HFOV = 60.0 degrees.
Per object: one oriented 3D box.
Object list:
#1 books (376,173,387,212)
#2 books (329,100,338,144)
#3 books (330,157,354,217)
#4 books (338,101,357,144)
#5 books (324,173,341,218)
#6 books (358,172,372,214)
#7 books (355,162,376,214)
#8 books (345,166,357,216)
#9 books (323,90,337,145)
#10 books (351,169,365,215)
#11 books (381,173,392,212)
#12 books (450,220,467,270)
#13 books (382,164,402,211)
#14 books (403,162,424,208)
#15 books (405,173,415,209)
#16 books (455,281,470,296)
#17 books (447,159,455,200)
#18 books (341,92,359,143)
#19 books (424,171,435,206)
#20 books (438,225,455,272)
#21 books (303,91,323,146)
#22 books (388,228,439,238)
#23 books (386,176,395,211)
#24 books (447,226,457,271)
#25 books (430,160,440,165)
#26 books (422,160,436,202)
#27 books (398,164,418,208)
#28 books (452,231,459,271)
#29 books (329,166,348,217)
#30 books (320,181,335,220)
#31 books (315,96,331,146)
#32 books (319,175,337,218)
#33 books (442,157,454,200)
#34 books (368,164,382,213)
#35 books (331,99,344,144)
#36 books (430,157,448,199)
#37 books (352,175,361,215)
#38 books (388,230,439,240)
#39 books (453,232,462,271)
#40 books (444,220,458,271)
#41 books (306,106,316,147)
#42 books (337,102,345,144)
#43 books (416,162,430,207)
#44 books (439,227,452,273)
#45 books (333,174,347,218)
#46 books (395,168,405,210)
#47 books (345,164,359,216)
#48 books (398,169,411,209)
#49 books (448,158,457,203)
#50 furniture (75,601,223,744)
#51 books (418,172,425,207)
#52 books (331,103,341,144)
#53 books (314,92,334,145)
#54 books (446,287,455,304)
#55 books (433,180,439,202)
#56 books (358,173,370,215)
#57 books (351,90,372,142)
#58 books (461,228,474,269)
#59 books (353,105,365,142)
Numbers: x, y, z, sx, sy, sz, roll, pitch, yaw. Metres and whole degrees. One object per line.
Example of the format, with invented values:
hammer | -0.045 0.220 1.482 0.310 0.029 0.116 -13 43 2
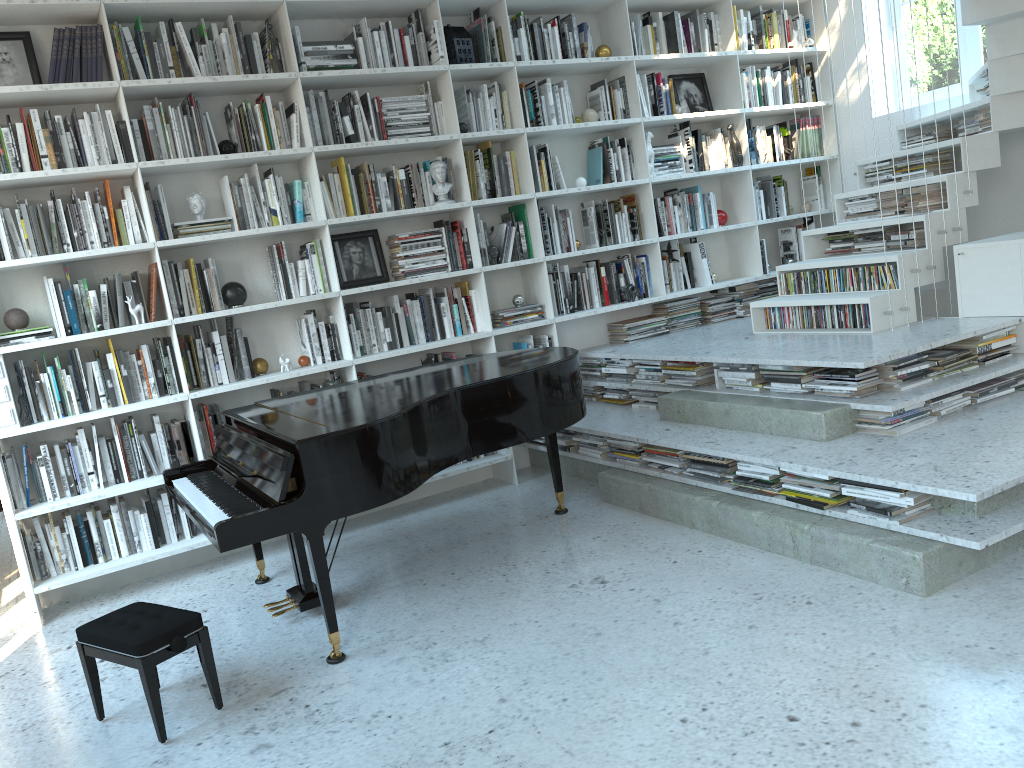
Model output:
books | -0.747 -1.036 4.887 0.024 0.217 0.175 -14 10 -27
books | -0.976 -1.374 4.743 0.011 0.252 0.153 -14 10 -27
books | -0.912 -1.044 4.770 0.014 0.318 0.187 -14 10 -27
books | -0.903 -1.382 4.772 0.066 0.237 0.153 -14 10 -27
books | -0.976 -1.000 4.781 0.026 0.248 0.139 -14 10 -27
books | -0.818 -1.030 4.857 0.025 0.236 0.137 -14 10 -27
books | -0.802 -1.057 4.856 0.013 0.284 0.176 -14 10 -27
books | -0.896 -1.022 4.780 0.015 0.267 0.189 -14 10 -27
books | -0.988 -1.395 4.732 0.011 0.301 0.179 -14 10 -27
books | -0.859 -1.034 4.849 0.028 0.260 0.134 -14 10 -27
books | -0.723 -1.041 4.900 0.030 0.215 0.168 -14 10 -27
books | -0.325 -0.796 5.127 0.011 0.280 0.186 -14 10 -27
books | -0.666 -1.078 4.932 0.014 0.259 0.161 -14 10 -27
books | -0.556 -1.103 4.983 0.025 0.259 0.150 -14 10 -27
books | -0.603 -1.061 4.952 0.029 0.201 0.178 -14 10 -27
books | -0.275 -0.449 5.195 0.011 0.301 0.149 -14 10 -27
books | -0.381 -1.148 5.090 0.014 0.261 0.137 -14 10 -27
books | -0.875 -1.416 4.800 0.022 0.286 0.130 -14 10 -27
books | -0.490 -1.091 5.028 0.035 0.202 0.149 -14 10 -27
books | -0.393 -0.770 5.095 0.011 0.261 0.184 -14 10 -27
books | -1.061 -1.376 4.691 0.026 0.297 0.179 -14 10 -27
books | -0.559 -0.850 5.004 0.254 0.012 0.160 -13 9 -23
books | -0.693 -1.042 4.930 0.050 0.199 0.145 -14 10 -27
books | -0.378 -0.773 5.115 0.013 0.256 0.162 -14 10 -27
books | -0.428 -1.135 5.058 0.025 0.260 0.130 -14 10 -27
books | -0.478 -1.127 5.042 0.014 0.263 0.135 -14 10 -27
books | -0.584 -1.087 4.949 0.012 0.245 0.185 -14 10 -27
books | -0.359 -0.767 5.133 0.013 0.233 0.134 -14 10 -27
books | -0.941 -1.027 4.805 0.010 0.284 0.136 -14 10 -27
books | -1.009 -0.969 4.742 0.053 0.209 0.156 -14 10 -27
books | -1.021 -1.368 4.704 0.025 0.266 0.185 -14 10 -27
books | -1.001 -0.989 4.758 0.042 0.242 0.162 -14 10 -27
books | -0.388 -1.147 5.072 0.014 0.266 0.153 -14 10 -27
books | -0.776 -1.053 4.854 0.027 0.268 0.189 -14 10 -27
books | -0.952 -1.378 4.752 0.014 0.250 0.172 -14 10 -27
books | -0.413 -1.151 5.077 0.025 0.279 0.108 -14 10 -27
books | -0.877 -1.014 4.834 0.024 0.229 0.147 -14 10 -27
books | -0.558 -0.838 5.007 0.253 0.012 0.161 -14 9 -30
books | -0.342 -0.763 5.140 0.021 0.218 0.132 -14 10 -27
books | -0.370 -0.791 5.117 0.011 0.288 0.152 -14 10 -27
books | -1.087 -1.337 4.699 0.027 0.229 0.147 -14 10 -27
books | -0.940 -1.376 4.759 0.011 0.240 0.147 -14 10 -27
books | -0.521 -1.113 5.013 0.024 0.259 0.126 -14 10 -27
books | -0.404 -0.765 5.092 0.012 0.254 0.160 -14 10 -27
books | -0.949 -1.001 4.789 0.029 0.240 0.155 -14 10 -27
books | -0.652 -1.068 4.936 0.010 0.234 0.174 -14 10 -27
books | -0.884 -1.035 4.802 0.010 0.281 0.170 -14 10 -27
books | -0.629 -1.067 4.935 0.029 0.224 0.185 -14 10 -27
books | -0.369 -1.154 5.104 0.023 0.265 0.107 -14 10 -27
furniture | -1.202 0.929 2.929 0.467 0.354 0.239 -3 11 37
books | -0.540 -1.083 5.012 0.022 0.207 0.114 -14 10 -27
books | -0.964 -1.367 4.750 0.014 0.233 0.147 -14 10 -27
books | -1.008 -1.389 4.730 0.029 0.296 0.151 -14 10 -27
books | -0.356 -0.423 5.163 0.010 0.284 0.131 -14 10 -27
books | -0.460 -1.101 5.048 0.012 0.206 0.145 -14 10 -27
books | -0.830 -1.022 4.843 0.012 0.228 0.169 -14 10 -27
books | -0.830 -1.429 4.819 0.049 0.292 0.162 -14 10 -27
books | -0.297 -0.775 5.132 0.034 0.230 0.199 -14 10 -27
books | -0.847 -1.387 4.810 0.024 0.217 0.147 -14 10 -27
